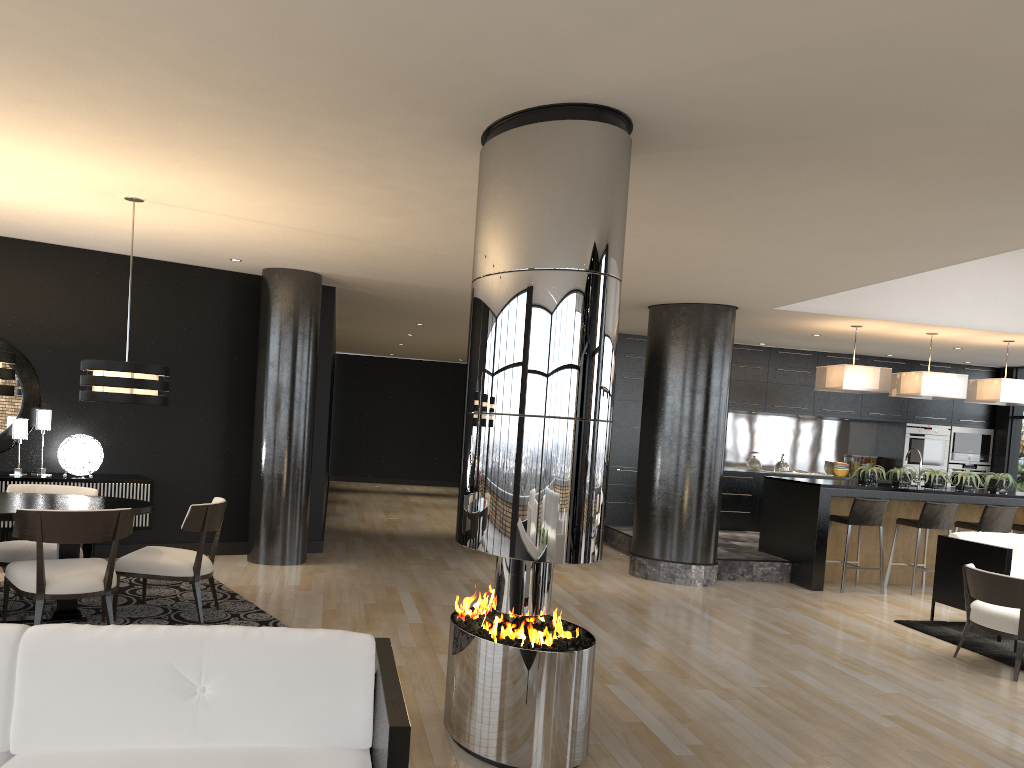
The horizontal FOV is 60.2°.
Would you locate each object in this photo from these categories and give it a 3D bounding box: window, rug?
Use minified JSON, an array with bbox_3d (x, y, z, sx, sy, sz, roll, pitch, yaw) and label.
[{"bbox_3d":[2.002,-0.614,4.465,15.925,4.795,10.099,5,-2,-25],"label":"window"},{"bbox_3d":[-3.381,1.466,5.334,3.732,0.011,2.708,6,-3,-34],"label":"rug"},{"bbox_3d":[4.953,2.080,6.536,3.036,0.011,2.478,4,-3,-10],"label":"rug"}]

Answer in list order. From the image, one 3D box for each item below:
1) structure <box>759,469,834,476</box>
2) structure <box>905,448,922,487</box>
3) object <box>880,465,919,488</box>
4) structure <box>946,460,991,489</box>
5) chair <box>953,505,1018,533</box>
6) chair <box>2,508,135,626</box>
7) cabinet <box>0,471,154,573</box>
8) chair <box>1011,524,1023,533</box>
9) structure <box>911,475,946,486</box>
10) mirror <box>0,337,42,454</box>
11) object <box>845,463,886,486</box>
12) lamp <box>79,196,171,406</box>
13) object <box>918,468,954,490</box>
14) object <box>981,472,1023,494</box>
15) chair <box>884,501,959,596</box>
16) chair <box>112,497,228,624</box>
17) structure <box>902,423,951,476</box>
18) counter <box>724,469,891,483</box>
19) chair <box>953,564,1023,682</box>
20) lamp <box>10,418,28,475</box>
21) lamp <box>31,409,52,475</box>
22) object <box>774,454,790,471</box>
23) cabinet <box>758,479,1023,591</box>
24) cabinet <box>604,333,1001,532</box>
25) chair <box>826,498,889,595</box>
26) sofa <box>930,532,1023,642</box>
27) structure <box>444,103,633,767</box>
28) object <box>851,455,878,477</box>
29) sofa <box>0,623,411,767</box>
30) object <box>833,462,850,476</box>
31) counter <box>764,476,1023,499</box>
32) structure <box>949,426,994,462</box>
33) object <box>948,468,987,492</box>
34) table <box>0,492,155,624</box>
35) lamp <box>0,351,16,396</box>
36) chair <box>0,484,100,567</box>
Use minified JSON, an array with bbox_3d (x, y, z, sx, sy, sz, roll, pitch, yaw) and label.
[{"bbox_3d":[3.995,1.258,12.447,0.901,0.067,0.519,4,-3,-11],"label":"structure"},{"bbox_3d":[4.401,1.225,9.919,2.780,1.022,0.653,4,1,-12],"label":"structure"},{"bbox_3d":[4.082,0.964,9.255,0.397,0.239,0.407,4,-1,14],"label":"object"},{"bbox_3d":[6.518,1.327,12.607,0.679,0.446,0.070,4,3,-11],"label":"structure"},{"bbox_3d":[4.948,1.735,9.292,0.476,0.966,0.517,3,2,-11],"label":"chair"},{"bbox_3d":[-2.632,1.113,5.223,0.644,0.808,0.613,3,1,-41],"label":"chair"},{"bbox_3d":[-4.204,1.123,7.257,2.243,0.768,0.608,5,0,-33],"label":"cabinet"},{"bbox_3d":[5.608,1.785,9.426,0.476,0.966,0.517,3,2,-11],"label":"chair"},{"bbox_3d":[5.795,1.650,12.492,0.702,0.709,0.085,4,3,-11],"label":"structure"},{"bbox_3d":[-4.497,0.089,7.311,1.079,1.080,0.025,4,2,-34],"label":"mirror"},{"bbox_3d":[3.675,0.934,9.198,0.406,0.239,0.398,4,-1,14],"label":"object"},{"bbox_3d":[-2.478,-0.536,5.721,0.537,1.332,0.533,2,2,-34],"label":"lamp"},{"bbox_3d":[4.510,1.006,9.318,0.406,0.217,0.398,3,-1,14],"label":"object"},{"bbox_3d":[5.247,1.065,9.527,0.397,0.217,0.407,3,-2,14],"label":"object"},{"bbox_3d":[4.263,1.682,9.153,0.476,0.966,0.517,3,2,-11],"label":"chair"},{"bbox_3d":[-2.261,1.172,5.945,0.616,0.808,0.641,4,1,-5],"label":"chair"},{"bbox_3d":[5.843,0.929,12.457,0.702,0.709,0.085,4,3,-11],"label":"structure"},{"bbox_3d":[3.990,1.282,12.467,2.864,0.034,0.729,4,-3,-11],"label":"counter"},{"bbox_3d":[3.503,1.629,6.068,0.685,0.676,0.803,4,0,-11],"label":"chair"},{"bbox_3d":[-4.062,0.517,7.279,0.125,0.466,0.131,3,2,-11],"label":"lamp"},{"bbox_3d":[-3.947,0.489,7.423,0.132,0.551,0.124,5,3,19],"label":"lamp"},{"bbox_3d":[3.775,1.089,12.314,0.221,0.230,0.220,4,0,-19],"label":"object"},{"bbox_3d":[4.429,1.678,9.654,3.118,1.040,1.177,4,0,-11],"label":"cabinet"},{"bbox_3d":[4.027,0.826,12.422,5.734,2.534,0.725,4,2,-11],"label":"cabinet"},{"bbox_3d":[3.493,1.624,8.997,0.476,0.966,0.517,3,2,-11],"label":"chair"},{"bbox_3d":[4.723,1.709,7.420,2.034,0.806,0.836,4,0,-11],"label":"sofa"},{"bbox_3d":[0.095,0.267,3.986,0.588,2.749,0.887,3,2,-23],"label":"structure"},{"bbox_3d":[5.150,1.206,12.922,0.366,0.316,0.113,4,2,-11],"label":"object"},{"bbox_3d":[-1.321,1.058,2.192,2.034,0.806,0.836,4,0,-11],"label":"sofa"},{"bbox_3d":[4.784,1.237,12.827,0.205,0.206,0.184,4,0,-10],"label":"object"},{"bbox_3d":[4.464,1.142,9.628,3.118,0.032,1.178,4,-3,-11],"label":"counter"},{"bbox_3d":[6.549,0.863,12.584,0.677,0.475,0.026,4,3,-11],"label":"structure"},{"bbox_3d":[4.880,1.023,9.394,0.406,0.239,0.398,4,-1,14],"label":"object"},{"bbox_3d":[-3.296,1.091,5.339,2.111,0.771,1.205,5,-2,-32],"label":"table"},{"bbox_3d":[-3.227,-0.610,5.225,0.537,1.332,0.533,2,2,-34],"label":"lamp"},{"bbox_3d":[-3.215,1.111,6.016,0.643,0.808,0.614,4,1,-5],"label":"chair"}]
